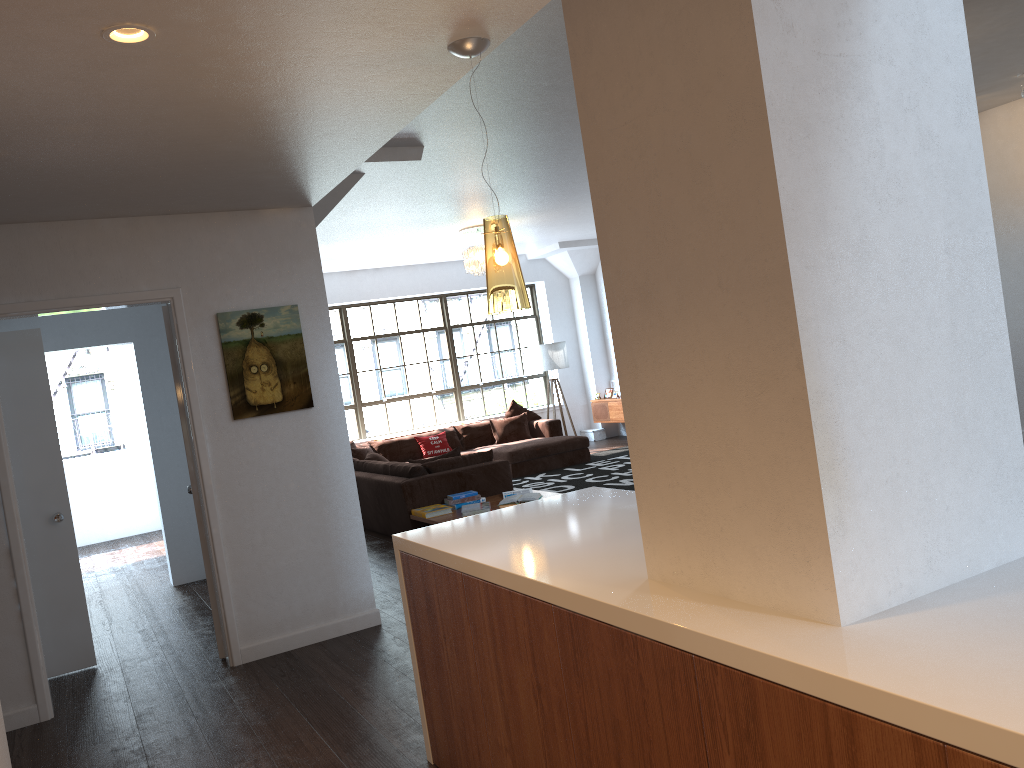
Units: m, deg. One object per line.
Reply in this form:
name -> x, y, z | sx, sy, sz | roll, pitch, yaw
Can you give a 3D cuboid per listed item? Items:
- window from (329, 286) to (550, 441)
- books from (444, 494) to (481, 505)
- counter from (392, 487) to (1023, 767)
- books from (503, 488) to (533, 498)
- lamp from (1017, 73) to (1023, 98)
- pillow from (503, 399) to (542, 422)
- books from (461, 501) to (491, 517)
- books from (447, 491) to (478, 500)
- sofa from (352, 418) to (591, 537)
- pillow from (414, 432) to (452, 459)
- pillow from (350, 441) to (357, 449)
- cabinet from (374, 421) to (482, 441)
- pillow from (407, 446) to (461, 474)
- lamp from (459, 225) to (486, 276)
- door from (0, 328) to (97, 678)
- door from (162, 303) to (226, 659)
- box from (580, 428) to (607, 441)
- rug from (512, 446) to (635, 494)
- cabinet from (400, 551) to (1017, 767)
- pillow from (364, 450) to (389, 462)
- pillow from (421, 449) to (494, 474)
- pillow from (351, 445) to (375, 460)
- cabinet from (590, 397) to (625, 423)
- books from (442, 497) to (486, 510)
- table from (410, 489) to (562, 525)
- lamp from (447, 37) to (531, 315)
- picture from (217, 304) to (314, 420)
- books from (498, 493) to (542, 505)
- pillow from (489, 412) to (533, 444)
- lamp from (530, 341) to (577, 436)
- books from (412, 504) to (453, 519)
window -> -1.571, -0.265, 12.977 | 4.648, 1.905, 0.114 | -10, 2, -27
books -> -0.422, 0.978, 7.539 | 0.279, 0.035, 0.191 | -9, 2, -17
counter -> 2.609, 0.609, 0.453 | 8.182, 0.860, 3.039 | -8, 2, 33
books -> 0.047, 0.938, 7.702 | 0.256, 0.035, 0.350 | -9, 2, -2
lamp -> 3.921, -2.264, 6.749 | 0.111, 0.211, 0.120 | -8, 2, 22
pillow -> 0.078, 0.495, 12.217 | 0.335, 0.587, 0.651 | -7, 2, 42
books -> -0.288, 1.006, 7.149 | 0.236, 0.035, 0.340 | -9, 2, -2
books -> -0.421, 0.946, 7.538 | 0.224, 0.027, 0.157 | -9, 2, -22
sofa -> -0.347, 0.886, 10.120 | 3.481, 0.664, 4.197 | -10, 2, -27
pillow -> -1.013, 0.799, 11.589 | 0.465, 0.308, 0.220 | -10, 2, -31
pillow -> -2.050, 0.941, 10.998 | 0.334, 0.418, 0.580 | -8, 2, 36
cabinet -> -1.128, 0.958, 12.530 | 1.520, 0.625, 0.350 | -10, 2, -27
pillow -> -0.671, 0.800, 8.285 | 0.559, 0.411, 0.269 | -8, 2, 19
lamp -> -0.359, -1.534, 10.260 | 0.441, 0.539, 0.442 | -8, 2, 15
door -> -3.001, 0.735, 5.091 | 0.826, 2.032, 0.174 | -10, 2, -27
door -> -1.912, 0.560, 5.386 | 0.174, 2.032, 0.826 | -9, 2, -17
box -> 1.263, 0.788, 13.758 | 0.228, 0.165, 0.368 | -10, 2, -27
rug -> 1.124, 0.989, 10.298 | 4.200, 0.007, 3.100 | -10, 2, -26
cabinet -> 1.069, 0.840, 1.477 | 0.898, 0.796, 4.493 | -10, 2, -27
pillow -> -1.415, 0.902, 9.505 | 0.325, 0.391, 0.625 | -9, 2, -11
pillow -> -0.509, 0.824, 8.067 | 0.750, 0.364, 0.289 | -10, 2, -28
pillow -> -1.836, 0.926, 11.000 | 0.238, 0.337, 0.489 | -8, 2, 32
cabinet -> 2.459, 0.290, 11.715 | 0.459, 0.350, 4.501 | -10, 2, -27
books -> -0.410, 1.013, 7.539 | 0.312, 0.037, 0.216 | -10, 2, -37
table -> -0.162, 1.136, 7.347 | 1.100, 0.271, 0.853 | -10, 2, -27
lamp -> -0.076, -0.689, 2.984 | 0.149, 0.900, 0.149 | -8, 2, 18
picture -> -1.394, -0.129, 5.029 | 0.450, 0.600, 0.030 | -10, 2, -27
books -> 0.068, 0.945, 7.325 | 0.342, 0.040, 0.231 | -8, 2, 13
pillow -> -0.015, 0.599, 11.979 | 0.542, 0.362, 0.248 | -9, 2, -6
lamp -> 0.651, 0.180, 13.294 | 0.545, 1.579, 0.545 | -9, 2, -16
books -> -0.662, 1.053, 7.340 | 0.241, 0.045, 0.334 | -10, 2, -26
